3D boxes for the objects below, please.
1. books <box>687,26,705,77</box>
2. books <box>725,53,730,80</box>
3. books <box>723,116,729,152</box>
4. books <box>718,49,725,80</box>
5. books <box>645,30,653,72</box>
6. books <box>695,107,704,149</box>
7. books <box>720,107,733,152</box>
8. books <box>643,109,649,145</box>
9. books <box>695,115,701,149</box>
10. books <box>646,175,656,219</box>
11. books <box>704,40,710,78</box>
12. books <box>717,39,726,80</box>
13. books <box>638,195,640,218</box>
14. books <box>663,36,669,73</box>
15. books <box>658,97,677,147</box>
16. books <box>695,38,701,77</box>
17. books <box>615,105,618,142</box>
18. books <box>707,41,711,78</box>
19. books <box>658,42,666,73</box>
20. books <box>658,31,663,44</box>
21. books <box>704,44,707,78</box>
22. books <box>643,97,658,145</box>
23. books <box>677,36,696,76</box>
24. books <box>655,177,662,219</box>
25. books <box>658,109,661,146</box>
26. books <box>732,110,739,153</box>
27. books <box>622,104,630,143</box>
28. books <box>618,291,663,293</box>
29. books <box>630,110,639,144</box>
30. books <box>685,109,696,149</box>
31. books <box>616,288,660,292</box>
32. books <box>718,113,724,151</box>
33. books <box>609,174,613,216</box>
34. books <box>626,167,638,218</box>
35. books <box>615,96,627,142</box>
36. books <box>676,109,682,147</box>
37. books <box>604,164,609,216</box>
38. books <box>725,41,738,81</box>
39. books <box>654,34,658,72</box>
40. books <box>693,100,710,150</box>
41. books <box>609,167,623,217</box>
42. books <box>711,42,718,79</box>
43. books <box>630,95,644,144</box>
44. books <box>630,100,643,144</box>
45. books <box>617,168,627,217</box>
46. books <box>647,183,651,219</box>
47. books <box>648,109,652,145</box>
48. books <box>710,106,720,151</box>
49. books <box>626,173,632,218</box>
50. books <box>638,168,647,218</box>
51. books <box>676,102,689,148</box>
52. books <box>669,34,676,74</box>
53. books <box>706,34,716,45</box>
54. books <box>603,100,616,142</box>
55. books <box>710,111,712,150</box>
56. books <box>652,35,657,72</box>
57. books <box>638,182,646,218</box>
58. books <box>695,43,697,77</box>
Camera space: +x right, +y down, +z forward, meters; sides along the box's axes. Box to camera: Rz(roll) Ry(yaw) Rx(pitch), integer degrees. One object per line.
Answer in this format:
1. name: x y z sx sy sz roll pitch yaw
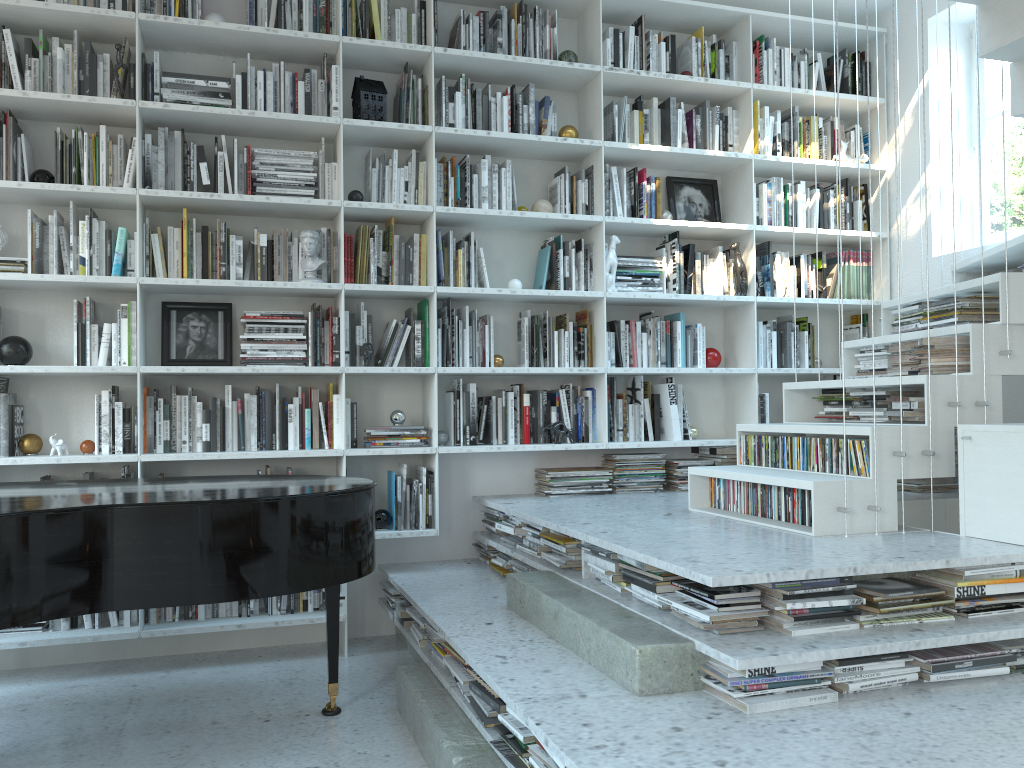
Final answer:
1. books: 0.975 -1.704 4.703 0.007 0.320 0.165 0 -1 -18
2. books: 1.124 -1.649 4.772 0.031 0.211 0.131 0 -1 -18
3. books: 1.107 -1.294 4.745 0.022 0.234 0.158 0 -1 -18
4. books: 1.079 -1.649 4.733 0.029 0.210 0.169 0 -1 -18
5. books: 0.685 -1.674 4.607 0.014 0.262 0.168 0 -1 -18
6. books: 0.966 -1.309 4.696 0.023 0.264 0.156 0 -1 -18
7. books: 1.131 -1.319 4.749 0.026 0.284 0.147 0 -1 -18
8. books: 0.662 -1.288 4.600 0.030 0.224 0.158 0 -1 -18
9. books: 0.944 -1.286 4.679 0.031 0.217 0.165 0 -1 -18
10. books: 0.698 -0.936 4.604 0.021 0.253 0.167 0 -1 -18
11. books: 0.999 -1.668 4.709 0.031 0.248 0.164 0 -1 -18
12. books: 1.099 -1.684 4.759 0.025 0.279 0.136 0 -1 -18
13. books: 0.618 -0.942 4.590 0.020 0.267 0.152 0 -1 -18
14. books: 0.784 -1.670 4.658 0.012 0.254 0.161 0 -1 -18
15. books: 0.777 -1.310 4.586 0.032 0.265 0.245 0 -1 -18
16. books: 0.948 -1.670 4.694 0.016 0.252 0.189 0 -1 -18
17. books: 0.507 -1.294 4.553 0.013 0.236 0.141 0 -1 -18
18. books: 1.017 -1.672 4.731 0.017 0.257 0.146 0 -1 -18
19. books: 0.746 -1.645 4.621 0.024 0.202 0.190 0 -1 -18
20. books: 0.754 -1.682 4.652 0.012 0.279 0.153 0 -1 -18
21. books: 0.984 -1.657 4.696 0.007 0.226 0.170 0 -1 -18
22. books: 0.713 -1.320 4.610 0.026 0.288 0.156 0 -1 -18
23. books: 0.918 -1.672 4.676 0.019 0.256 0.169 0 -1 -18
24. books: 0.724 -0.932 4.601 0.026 0.243 0.178 0 -1 -18
25. books: 0.734 -1.295 4.626 0.025 0.238 0.143 0 -1 -18
26. books: 1.159 -1.310 4.755 0.031 0.265 0.169 0 -1 -18
27. books: 0.572 -1.301 4.583 0.026 0.250 0.130 0 -1 -18
28. books: 0.611 -0.459 4.568 0.285 0.012 0.159 0 -2 -14
29. books: 0.604 -1.280 4.568 0.025 0.207 0.175 0 -1 -18
30. books: 0.912 -1.297 4.661 0.014 0.240 0.189 0 -1 -18
31. books: 0.611 -0.471 4.569 0.254 0.012 0.161 0 -2 -22
32. books: 1.072 -1.298 4.724 0.030 0.241 0.162 0 -1 -18
33. books: 0.477 -0.933 4.533 0.011 0.248 0.155 0 -1 -18
34. books: 0.607 -0.953 4.573 0.012 0.287 0.176 0 -1 -18
35. books: 0.538 -1.317 4.563 0.051 0.282 0.166 0 -1 -18
36. books: 0.831 -1.292 4.632 0.030 0.230 0.187 0 -1 -18
37. books: 0.462 -0.959 4.538 0.015 0.300 0.140 0 -1 -18
38. books: 1.158 -1.676 4.760 0.026 0.263 0.163 0 -1 -18
39. books: 0.720 -1.670 4.628 0.021 0.254 0.151 0 -1 -18
40. books: 0.992 -1.325 4.689 0.022 0.294 0.181 0 -1 -18
41. books: 0.511 -0.953 4.551 0.065 0.289 0.146 0 -1 -18
42. books: 1.040 -1.662 4.715 0.018 0.235 0.186 0 -1 -18
43. books: 0.642 -1.324 4.594 0.011 0.296 0.162 0 -1 -18
44. books: 0.627 -1.307 4.581 0.026 0.261 0.167 0 -1 -18
45. books: 0.550 -0.951 4.569 0.012 0.285 0.159 0 -1 -18
46. books: 0.672 -0.916 4.595 0.033 0.213 0.152 0 -1 -18
47. books: 0.683 -1.293 4.622 0.024 0.236 0.146 0 -1 -18
48. books: 1.043 -1.313 4.707 0.036 0.272 0.177 0 -1 -18
49. books: 0.573 -0.943 4.587 0.043 0.269 0.131 0 -1 -18
50. books: 0.651 -0.952 4.585 0.014 0.285 0.175 0 -1 -18
51. books: 0.875 -1.318 4.675 0.048 0.283 0.162 0 -1 -18
52. books: 0.808 -1.672 4.652 0.030 0.257 0.165 0 -1 -18
53. books: 1.052 -1.693 4.740 0.020 0.299 0.131 0 -1 -18
54. books: 0.495 -1.302 4.551 0.012 0.254 0.161 0 -1 -18
55. books: 1.018 -1.301 4.709 0.011 0.249 0.152 0 -1 -18
56. books: 0.702 -1.661 4.613 0.022 0.236 0.172 0 -1 -18
57. books: 0.642 -0.913 4.570 0.013 0.207 0.189 0 -1 -18
58. books: 0.931 -1.654 4.682 0.008 0.220 0.182 0 -1 -18
